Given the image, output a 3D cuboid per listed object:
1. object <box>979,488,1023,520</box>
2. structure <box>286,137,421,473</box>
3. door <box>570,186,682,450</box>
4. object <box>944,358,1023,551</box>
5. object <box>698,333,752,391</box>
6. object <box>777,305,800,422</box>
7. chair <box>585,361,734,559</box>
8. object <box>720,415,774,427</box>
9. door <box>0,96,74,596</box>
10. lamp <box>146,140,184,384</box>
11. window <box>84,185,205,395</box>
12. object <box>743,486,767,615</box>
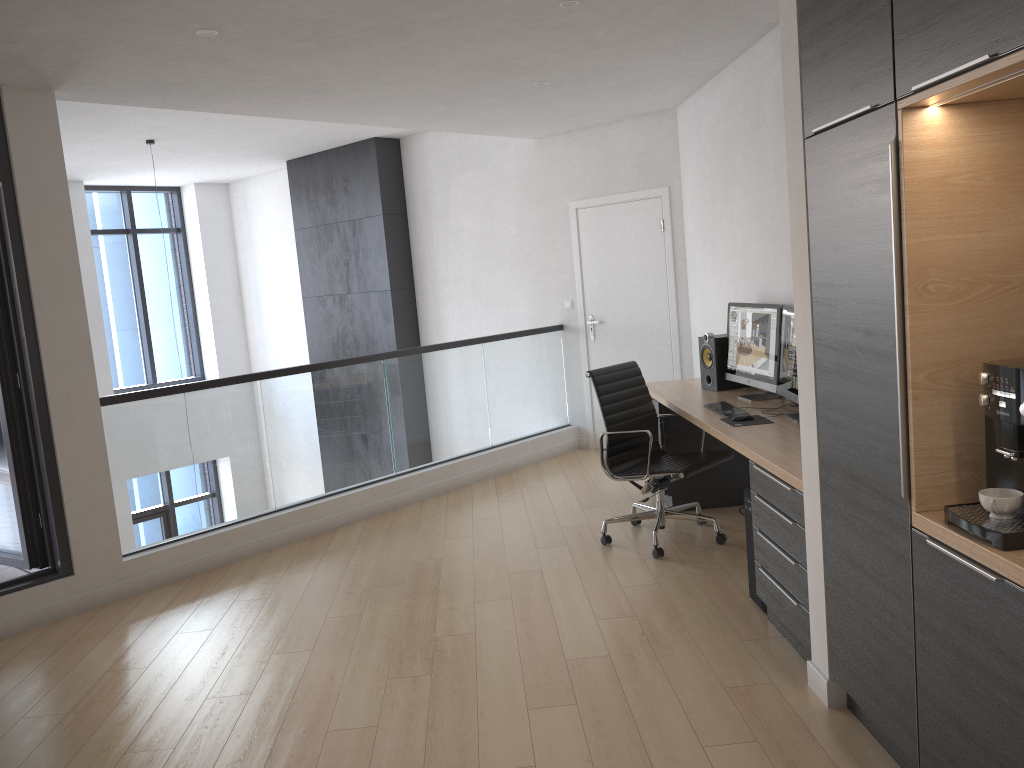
[{"bbox_3d":[1.153,0.285,2.092,0.099,0.057,0.095,-5,7,0],"label":"object"},{"bbox_3d":[-1.626,0.754,9.399,1.500,6.351,0.722,1,9,42],"label":"structure"},{"bbox_3d":[0.944,-0.477,7.292,0.974,2.136,0.085,1,9,42],"label":"door"},{"bbox_3d":[1.350,0.156,1.914,0.584,0.398,0.618,-5,7,-2],"label":"object"},{"bbox_3d":[1.312,-0.150,5.481,0.249,0.354,0.198,-7,7,-17],"label":"object"},{"bbox_3d":[1.417,-0.103,4.259,0.190,0.535,0.716,-5,7,3],"label":"object"},{"bbox_3d":[0.845,0.385,4.992,0.664,0.991,0.699,-11,9,-41],"label":"chair"},{"bbox_3d":[1.148,0.180,4.345,0.200,0.002,0.250,-5,7,-2],"label":"object"},{"bbox_3d":[-3.066,-0.170,4.515,0.924,2.500,0.905,1,9,42],"label":"door"},{"bbox_3d":[-2.946,0.115,7.978,1.000,4.513,1.000,2,10,44],"label":"lamp"},{"bbox_3d":[-4.457,-1.135,10.591,0.170,2.402,1.310,1,9,42],"label":"window"},{"bbox_3d":[1.292,0.712,3.906,0.474,0.527,0.215,-5,7,-2],"label":"object"}]
